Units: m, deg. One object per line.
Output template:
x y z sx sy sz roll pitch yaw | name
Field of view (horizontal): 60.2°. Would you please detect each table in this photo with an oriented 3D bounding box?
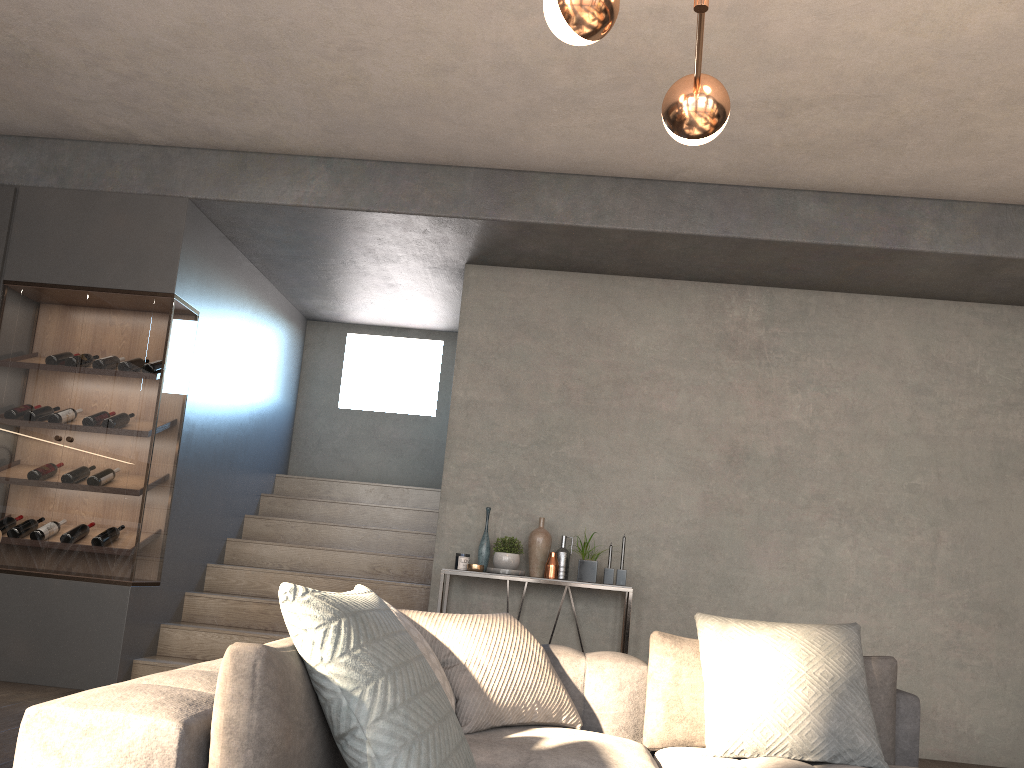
0.108 1.539 5.138 1.099 0.812 0.303 5 -8 4 | table

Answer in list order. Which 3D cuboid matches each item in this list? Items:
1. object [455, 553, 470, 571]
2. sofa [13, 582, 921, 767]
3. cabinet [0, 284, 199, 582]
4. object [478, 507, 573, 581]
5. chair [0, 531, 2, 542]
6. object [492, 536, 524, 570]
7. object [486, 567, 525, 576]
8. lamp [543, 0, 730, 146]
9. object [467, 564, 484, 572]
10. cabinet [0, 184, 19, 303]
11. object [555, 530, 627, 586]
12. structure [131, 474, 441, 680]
-0.294 1.051 5.215 0.085 0.097 0.084 13 -12 -37 | object
0.717 0.983 2.174 2.908 0.774 2.054 5 -11 3 | sofa
-2.453 0.285 5.046 0.998 1.566 0.341 5 -7 4 | cabinet
0.084 0.943 5.228 0.561 0.386 0.228 6 -8 -1 | object
-1.394 0.658 1.739 0.510 0.826 0.562 6 -9 -2 | chair
-0.025 1.006 5.193 0.196 0.225 0.189 8 -10 -17 | object
-0.036 1.103 5.183 0.228 0.031 0.232 4 -12 10 | object
0.398 -1.293 1.819 1.019 1.025 1.478 9 -11 -19 | lamp
-0.212 1.070 5.134 0.099 0.041 0.101 5 -11 3 | object
-3.563 0.133 4.833 1.202 2.722 1.202 5 -8 4 | cabinet
0.474 0.998 5.187 0.402 0.333 0.319 -4 -14 45 | object
-1.218 1.283 5.979 1.506 1.405 2.293 5 -11 4 | structure
